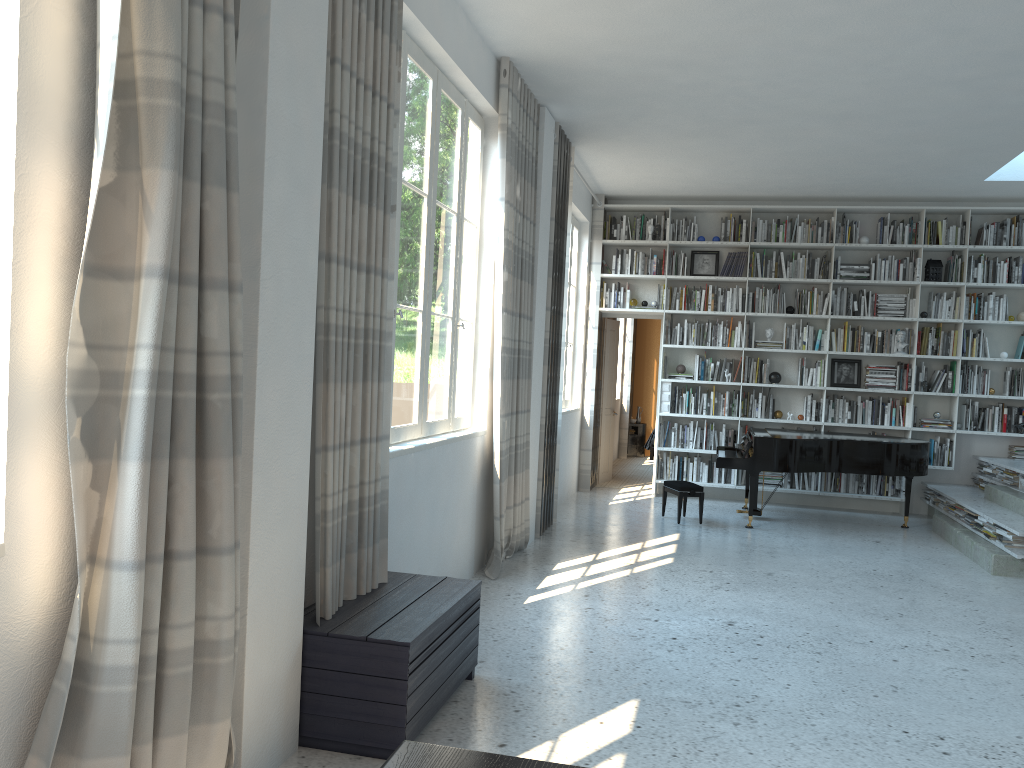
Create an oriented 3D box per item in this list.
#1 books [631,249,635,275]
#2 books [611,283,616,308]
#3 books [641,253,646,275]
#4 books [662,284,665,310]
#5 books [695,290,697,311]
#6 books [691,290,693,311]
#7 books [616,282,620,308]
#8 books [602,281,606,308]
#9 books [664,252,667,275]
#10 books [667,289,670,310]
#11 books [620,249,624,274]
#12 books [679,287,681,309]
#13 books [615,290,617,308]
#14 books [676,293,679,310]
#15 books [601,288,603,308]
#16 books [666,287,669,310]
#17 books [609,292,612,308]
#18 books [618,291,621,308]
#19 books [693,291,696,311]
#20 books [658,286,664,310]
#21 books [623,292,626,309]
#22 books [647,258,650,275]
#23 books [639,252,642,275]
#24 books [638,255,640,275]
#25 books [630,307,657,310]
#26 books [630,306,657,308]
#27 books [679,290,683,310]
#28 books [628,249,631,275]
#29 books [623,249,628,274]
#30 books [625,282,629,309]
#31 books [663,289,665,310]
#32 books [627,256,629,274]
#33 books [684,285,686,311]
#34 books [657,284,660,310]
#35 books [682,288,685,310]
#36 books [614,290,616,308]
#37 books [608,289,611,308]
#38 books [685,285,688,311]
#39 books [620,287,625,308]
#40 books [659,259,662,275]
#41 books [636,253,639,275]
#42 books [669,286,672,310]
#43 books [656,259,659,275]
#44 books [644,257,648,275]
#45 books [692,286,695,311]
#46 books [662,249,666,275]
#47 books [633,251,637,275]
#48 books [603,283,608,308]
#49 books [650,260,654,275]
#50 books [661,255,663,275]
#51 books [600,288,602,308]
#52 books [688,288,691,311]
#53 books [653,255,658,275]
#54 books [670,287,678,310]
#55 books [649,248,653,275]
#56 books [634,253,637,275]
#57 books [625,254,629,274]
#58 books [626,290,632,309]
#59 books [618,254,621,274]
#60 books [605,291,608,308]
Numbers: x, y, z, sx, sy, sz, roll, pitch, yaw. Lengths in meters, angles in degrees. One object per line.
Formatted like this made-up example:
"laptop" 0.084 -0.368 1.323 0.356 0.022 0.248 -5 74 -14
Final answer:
"books" 1.328 -1.325 9.736 0.037 0.292 0.155 3 2 13
"books" 1.123 -0.964 9.794 0.022 0.281 0.156 3 2 13
"books" 1.438 -1.298 9.700 0.030 0.251 0.165 3 2 13
"books" 1.656 -0.937 9.671 0.010 0.286 0.137 3 2 13
"books" 1.989 -0.891 9.591 0.011 0.229 0.170 3 2 13
"books" 1.954 -0.894 9.609 0.012 0.230 0.149 3 2 13
"books" 1.170 -0.968 9.760 0.013 0.297 0.187 3 2 13
"books" 1.022 -0.980 9.832 0.013 0.303 0.135 3 2 13
"books" 1.683 -1.295 9.671 0.037 0.268 0.113 3 2 13
"books" 1.710 -0.908 9.657 0.022 0.232 0.151 3 2 13
"books" 1.215 -1.326 9.747 0.023 0.282 0.186 3 2 13
"books" 1.823 -0.917 9.630 0.010 0.263 0.151 3 2 13
"books" 1.160 -0.924 9.782 0.011 0.206 0.163 3 2 13
"books" 1.800 -0.884 9.619 0.026 0.195 0.175 3 2 13
"books" 1.002 -0.940 9.814 0.013 0.222 0.162 3 2 13
"books" 1.696 -0.919 9.668 0.012 0.254 0.161 3 2 13
"books" 1.100 -0.917 9.817 0.029 0.185 0.134 3 2 13
"books" 1.188 -0.916 9.771 0.024 0.193 0.181 3 2 13
"books" 1.975 -0.886 9.588 0.014 0.218 0.164 3 2 13
"books" 1.632 -0.930 9.692 0.044 0.269 0.133 3 2 13
"books" 1.250 -0.912 9.780 0.029 0.191 0.134 3 2 13
"books" 1.499 -1.269 9.714 0.029 0.198 0.144 3 2 13
"books" 1.411 -1.305 9.706 0.025 0.261 0.167 3 2 13
"books" 1.400 -1.291 9.741 0.011 0.231 0.135 3 2 13
"books" 1.444 -0.824 9.722 0.285 0.012 0.159 3 1 10
"books" 1.445 -0.836 9.724 0.285 0.012 0.159 3 1 15
"books" 1.841 -0.899 9.621 0.030 0.230 0.172 3 2 13
"books" 1.296 -1.323 9.723 0.021 0.286 0.179 3 2 13
"books" 1.245 -1.328 9.763 0.028 0.288 0.132 3 2 13
"books" 1.268 -0.964 9.754 0.013 0.299 0.179 3 2 13
"books" 1.661 -0.906 9.633 0.021 0.224 0.231 3 2 13
"books" 1.282 -1.286 9.744 0.010 0.209 0.165 3 2 13
"books" 1.881 -0.923 9.614 0.020 0.281 0.164 3 2 13
"books" 1.601 -0.940 9.678 0.012 0.285 0.159 3 2 13
"books" 1.863 -0.909 9.614 0.014 0.253 0.187 3 2 13
"books" 1.148 -0.929 9.806 0.023 0.214 0.140 3 2 13
"books" 1.076 -0.935 9.797 0.010 0.220 0.181 3 2 13
"books" 1.893 -0.920 9.600 0.011 0.277 0.164 3 2 13
"books" 1.217 -0.936 9.745 0.021 0.237 0.188 3 2 13
"books" 1.620 -1.257 9.669 0.026 0.188 0.154 3 2 13
"books" 1.378 -1.298 9.716 0.021 0.244 0.173 3 2 13
"books" 1.725 -0.922 9.644 0.012 0.263 0.180 3 2 13
"books" 1.597 -1.263 9.689 0.029 0.196 0.146 3 2 13
"books" 1.470 -1.278 9.712 0.028 0.212 0.138 3 2 13
"books" 1.966 -0.917 9.602 0.012 0.277 0.150 3 2 13
"books" 1.655 -1.309 9.661 0.014 0.294 0.172 3 2 13
"books" 1.350 -1.312 9.723 0.013 0.269 0.162 3 2 13
"books" 1.034 -0.968 9.806 0.023 0.282 0.170 3 2 13
"books" 1.537 -1.259 9.696 0.031 0.182 0.151 3 2 13
"books" 1.643 -1.280 9.677 0.014 0.236 0.143 3 2 13
"books" 0.989 -0.944 9.816 0.013 0.228 0.179 3 2 13
"books" 1.925 -0.905 9.611 0.047 0.250 0.134 3 2 13
"books" 1.563 -1.281 9.667 0.029 0.229 0.191 3 2 13
"books" 1.764 -0.918 9.651 0.062 0.258 0.153 3 2 13
"books" 1.515 -1.321 9.683 0.012 0.303 0.189 3 2 13
"books" 1.362 -1.302 9.720 0.012 0.249 0.192 3 2 13
"books" 1.269 -1.302 9.757 0.024 0.239 0.155 3 2 13
"books" 1.284 -0.919 9.738 0.029 0.211 0.187 3 2 13
"books" 1.193 -1.300 9.757 0.022 0.228 0.171 3 2 13
"books" 1.059 -0.925 9.809 0.029 0.197 0.160 3 2 13
